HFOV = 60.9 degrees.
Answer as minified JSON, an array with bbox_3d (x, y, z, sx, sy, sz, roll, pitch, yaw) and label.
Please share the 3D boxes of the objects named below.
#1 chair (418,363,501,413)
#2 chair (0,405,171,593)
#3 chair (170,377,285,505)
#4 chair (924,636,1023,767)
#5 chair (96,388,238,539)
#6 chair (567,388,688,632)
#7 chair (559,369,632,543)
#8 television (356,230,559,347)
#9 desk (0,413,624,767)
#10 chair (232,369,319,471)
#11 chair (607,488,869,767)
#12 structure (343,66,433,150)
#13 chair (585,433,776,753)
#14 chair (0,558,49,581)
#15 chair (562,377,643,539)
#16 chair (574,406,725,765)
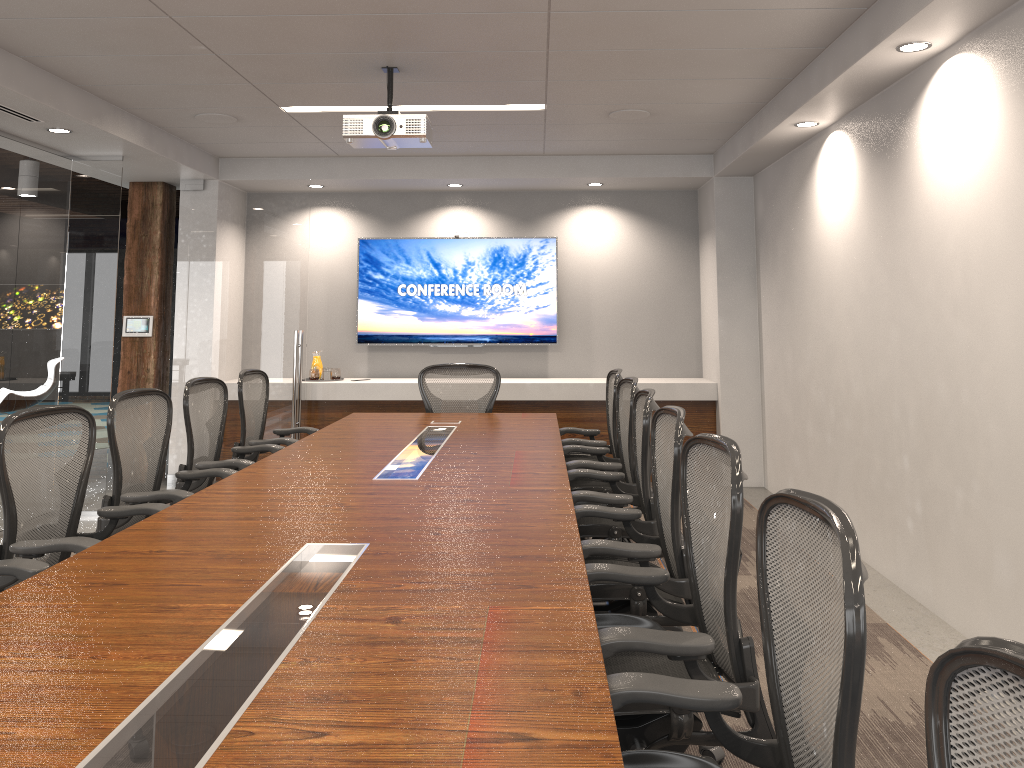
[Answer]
[{"bbox_3d":[-0.350,0.420,5.954,0.770,1.108,0.783,1,-3,-15],"label":"chair"},{"bbox_3d":[-1.484,0.633,3.134,0.792,1.108,0.761,1,-3,-13],"label":"chair"},{"bbox_3d":[-1.473,0.513,4.738,0.792,1.108,0.761,1,-3,-15],"label":"chair"},{"bbox_3d":[0.268,0.818,0.614,0.792,1.108,0.761,0,-3,-5],"label":"chair"},{"bbox_3d":[-1.444,0.575,3.910,0.761,1.108,0.792,0,-3,-6],"label":"chair"},{"bbox_3d":[0.378,0.578,3.820,0.792,1.108,0.761,1,-3,-13],"label":"chair"},{"bbox_3d":[0.391,0.456,5.451,0.761,1.108,0.792,0,-3,3],"label":"chair"},{"bbox_3d":[-0.519,-0.909,8.264,1.908,1.127,0.064,0,-7,2],"label":"television"},{"bbox_3d":[-0.486,0.806,2.975,1.403,0.761,6.009,0,4,2],"label":"desk"},{"bbox_3d":[-1.405,0.456,5.502,0.762,1.108,0.791,-1,-3,8],"label":"chair"},{"bbox_3d":[0.254,0.756,1.453,0.762,1.108,0.791,0,-3,1],"label":"chair"},{"bbox_3d":[-0.698,-1.575,4.940,0.460,0.463,0.314,0,-3,2],"label":"structure"},{"bbox_3d":[0.323,0.698,2.215,0.791,1.108,0.761,1,-3,-17],"label":"chair"},{"bbox_3d":[-1.501,0.695,2.315,0.761,1.108,0.792,0,-3,-9],"label":"chair"},{"bbox_3d":[0.373,0.516,4.658,0.761,1.108,0.792,-1,-3,12],"label":"chair"},{"bbox_3d":[0.305,0.636,3.049,0.761,1.108,0.792,0,-3,3],"label":"chair"}]
